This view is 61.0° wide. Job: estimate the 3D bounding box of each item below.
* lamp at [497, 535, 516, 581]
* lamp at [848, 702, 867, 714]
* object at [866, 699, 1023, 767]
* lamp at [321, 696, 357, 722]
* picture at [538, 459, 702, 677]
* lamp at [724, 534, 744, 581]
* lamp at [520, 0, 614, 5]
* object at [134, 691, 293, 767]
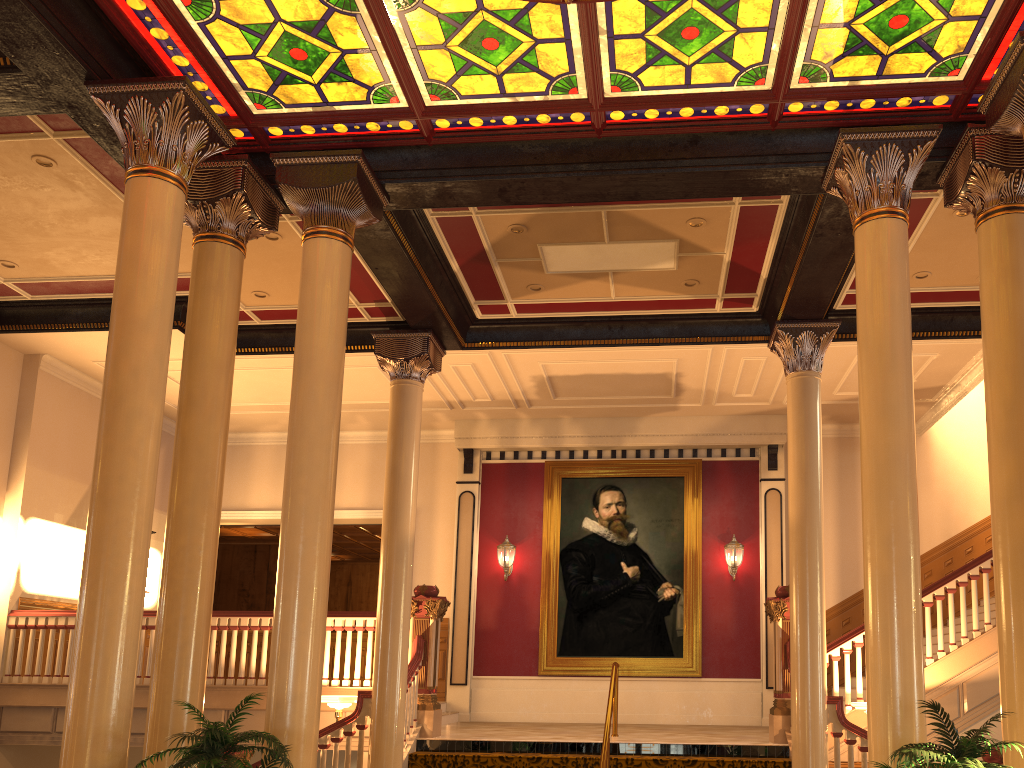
[{"bbox_3d":[-0.085,2.767,13.805,0.315,0.710,0.410,0,-12,8],"label":"lamp"},{"bbox_3d":[3.778,4.302,8.934,0.564,1.957,0.613,-3,-11,25],"label":"lamp"},{"bbox_3d":[2.394,2.759,4.603,1.086,2.092,1.060,9,-13,-33],"label":"object"},{"bbox_3d":[-1.934,4.409,9.432,0.589,1.957,0.588,3,-10,-10],"label":"lamp"},{"bbox_3d":[1.728,2.880,13.778,2.523,3.358,0.057,0,-9,5],"label":"picture"},{"bbox_3d":[3.444,2.699,13.493,0.315,0.710,0.410,0,-12,8],"label":"lamp"},{"bbox_3d":[0.180,-2.480,3.514,2.973,0.585,3.130,-1,-18,5],"label":"lamp"},{"bbox_3d":[-1.693,2.833,4.935,1.085,2.092,1.061,2,-11,-4],"label":"object"}]
